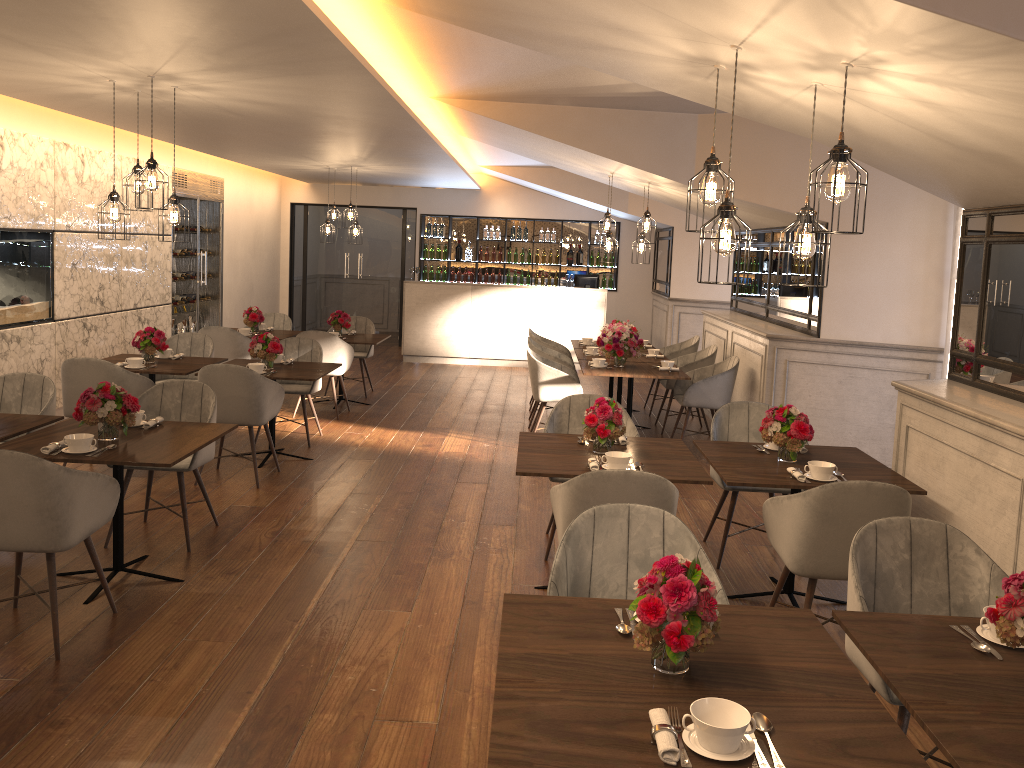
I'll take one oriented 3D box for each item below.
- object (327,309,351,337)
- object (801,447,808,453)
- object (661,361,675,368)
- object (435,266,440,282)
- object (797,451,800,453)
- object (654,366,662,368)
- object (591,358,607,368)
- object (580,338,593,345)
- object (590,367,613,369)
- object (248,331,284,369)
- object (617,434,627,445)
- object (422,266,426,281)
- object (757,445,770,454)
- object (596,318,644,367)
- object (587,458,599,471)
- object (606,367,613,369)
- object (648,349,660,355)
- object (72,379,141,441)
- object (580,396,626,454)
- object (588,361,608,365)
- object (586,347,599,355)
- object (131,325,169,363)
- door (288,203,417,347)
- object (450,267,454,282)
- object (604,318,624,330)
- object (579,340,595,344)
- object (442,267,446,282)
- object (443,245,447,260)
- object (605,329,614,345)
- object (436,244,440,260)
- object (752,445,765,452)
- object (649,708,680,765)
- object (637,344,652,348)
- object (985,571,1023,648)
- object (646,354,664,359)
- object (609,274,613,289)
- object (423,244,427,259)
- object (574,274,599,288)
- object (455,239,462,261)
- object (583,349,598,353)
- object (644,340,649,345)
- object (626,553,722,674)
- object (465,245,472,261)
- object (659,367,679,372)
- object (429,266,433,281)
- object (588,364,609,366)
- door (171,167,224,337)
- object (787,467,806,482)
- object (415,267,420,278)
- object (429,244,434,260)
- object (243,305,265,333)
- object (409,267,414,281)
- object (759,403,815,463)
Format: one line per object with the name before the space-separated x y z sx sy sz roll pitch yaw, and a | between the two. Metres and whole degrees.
object | -1.845 -0.653 9.406 0.234 0.300 0.306 -3 9 -41
object | 1.535 0.336 4.731 0.056 0.039 0.177 3 9 1
object | 1.376 -0.164 7.839 0.149 0.072 0.148 10 11 43
object | -1.243 -1.839 14.775 0.065 0.260 0.066 0 6 -20
object | 1.500 0.343 4.723 0.025 0.024 0.194 3 9 1
object | 1.359 -0.153 7.955 0.197 0.015 0.043 2 8 -2
object | 0.767 -0.186 7.818 0.149 0.072 0.148 10 11 43
object | 0.819 -0.463 9.638 0.149 0.072 0.148 10 11 43
object | 0.790 -0.139 7.743 0.211 0.004 0.022 3 9 1
object | -1.904 -0.270 6.892 0.306 0.300 0.235 7 8 34
object | 0.591 0.293 4.754 0.056 0.039 0.177 3 9 1
object | -1.463 -1.849 14.780 0.065 0.260 0.066 0 6 -20
object | 1.342 0.349 4.711 0.022 0.004 0.212 3 9 1
object | 0.967 -0.372 7.923 0.419 0.423 0.408 1 7 -10
object | 0.382 0.377 4.153 0.056 0.039 0.177 3 9 1
object | 0.782 -0.139 7.708 0.197 0.015 0.043 2 8 -2
object | 1.403 -0.305 8.767 0.149 0.072 0.148 10 11 43
object | -1.978 0.120 4.328 0.305 0.300 0.236 0 7 -21
object | 0.460 0.197 4.482 0.234 0.299 0.306 5 8 20
object | 0.770 -0.186 7.933 0.175 0.039 0.056 3 8 1
object | 0.794 -0.327 8.746 0.149 0.072 0.148 10 11 43
object | -2.852 -0.318 6.944 0.306 0.300 0.235 5 7 23
door | -2.657 -1.818 14.862 2.106 2.321 0.275 3 5 1
object | -0.999 -1.828 14.769 0.065 0.260 0.066 0 6 -20
object | 1.129 -0.568 9.635 0.305 0.300 0.235 -4 9 -41
object | 0.822 -0.463 9.753 0.175 0.039 0.056 3 8 1
object | -1.132 -1.834 14.772 0.065 0.260 0.066 0 6 -20
object | -1.117 -2.193 14.738 0.065 0.260 0.066 0 6 -20
object | 1.034 -0.445 8.825 0.234 0.299 0.306 5 8 20
object | -1.228 -2.198 14.740 0.065 0.260 0.066 0 6 -20
object | 1.314 0.341 4.718 0.043 0.015 0.198 3 9 5
object | 0.316 0.728 1.842 0.056 0.039 0.177 3 9 1
object | 1.425 -0.407 9.547 0.175 0.039 0.056 3 8 1
object | 1.332 0.589 2.161 0.234 0.299 0.307 -1 8 -23
object | 1.399 -0.271 8.655 0.175 0.039 0.056 3 8 1
object | 1.647 -1.709 14.704 0.065 0.260 0.066 0 6 -20
object | -1.449 -2.208 14.746 0.065 0.260 0.066 0 6 -20
object | 1.114 -1.459 13.140 0.408 0.327 0.130 0 7 -21
object | -0.888 -2.231 14.731 0.104 0.357 0.104 0 6 -27
object | 0.796 -0.327 8.861 0.175 0.039 0.056 3 8 1
object | 1.428 -0.441 9.659 0.149 0.072 0.148 10 11 43
object | 0.394 0.549 2.172 0.234 0.299 0.306 5 8 20
object | -0.723 -2.183 14.725 0.108 0.280 0.109 -3 8 -42
object | 1.373 -0.130 7.727 0.175 0.039 0.056 3 8 1
object | -1.353 -1.844 14.777 0.065 0.260 0.066 0 6 -20
object | 0.778 -0.174 7.899 0.192 0.024 0.025 3 7 1
door | -3.946 -1.412 11.165 0.134 2.455 1.869 2 7 1
object | 1.326 0.420 4.129 0.056 0.039 0.177 3 9 1
object | -1.393 -1.621 13.037 0.065 0.206 0.146 2 7 -7
object | -1.338 -2.203 14.743 0.065 0.260 0.066 0 6 -20
object | -2.738 -0.693 9.421 0.234 0.299 0.307 -1 8 -23
object | -1.479 -1.624 13.035 0.065 0.206 0.065 2 6 -7
object | 1.398 0.237 4.471 0.234 0.299 0.307 -1 8 -23
